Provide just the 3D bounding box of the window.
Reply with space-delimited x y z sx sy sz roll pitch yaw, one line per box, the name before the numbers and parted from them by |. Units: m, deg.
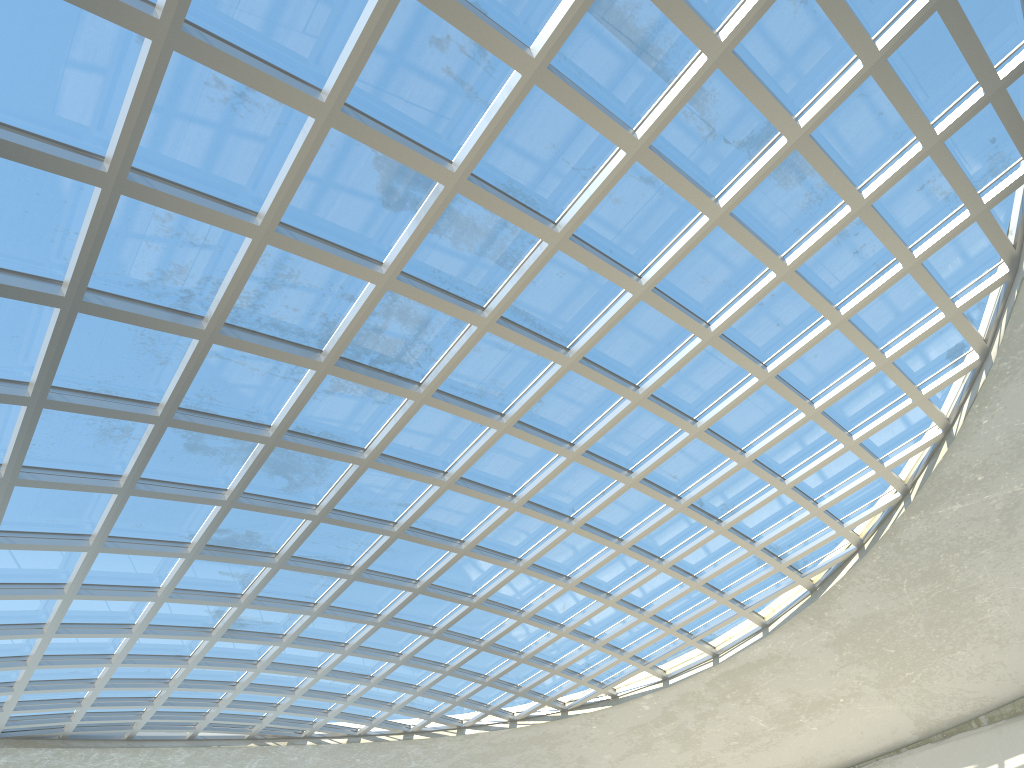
window | -9.097 12.572 50.233 82.271 9.562 88.599 21 -48 -34
